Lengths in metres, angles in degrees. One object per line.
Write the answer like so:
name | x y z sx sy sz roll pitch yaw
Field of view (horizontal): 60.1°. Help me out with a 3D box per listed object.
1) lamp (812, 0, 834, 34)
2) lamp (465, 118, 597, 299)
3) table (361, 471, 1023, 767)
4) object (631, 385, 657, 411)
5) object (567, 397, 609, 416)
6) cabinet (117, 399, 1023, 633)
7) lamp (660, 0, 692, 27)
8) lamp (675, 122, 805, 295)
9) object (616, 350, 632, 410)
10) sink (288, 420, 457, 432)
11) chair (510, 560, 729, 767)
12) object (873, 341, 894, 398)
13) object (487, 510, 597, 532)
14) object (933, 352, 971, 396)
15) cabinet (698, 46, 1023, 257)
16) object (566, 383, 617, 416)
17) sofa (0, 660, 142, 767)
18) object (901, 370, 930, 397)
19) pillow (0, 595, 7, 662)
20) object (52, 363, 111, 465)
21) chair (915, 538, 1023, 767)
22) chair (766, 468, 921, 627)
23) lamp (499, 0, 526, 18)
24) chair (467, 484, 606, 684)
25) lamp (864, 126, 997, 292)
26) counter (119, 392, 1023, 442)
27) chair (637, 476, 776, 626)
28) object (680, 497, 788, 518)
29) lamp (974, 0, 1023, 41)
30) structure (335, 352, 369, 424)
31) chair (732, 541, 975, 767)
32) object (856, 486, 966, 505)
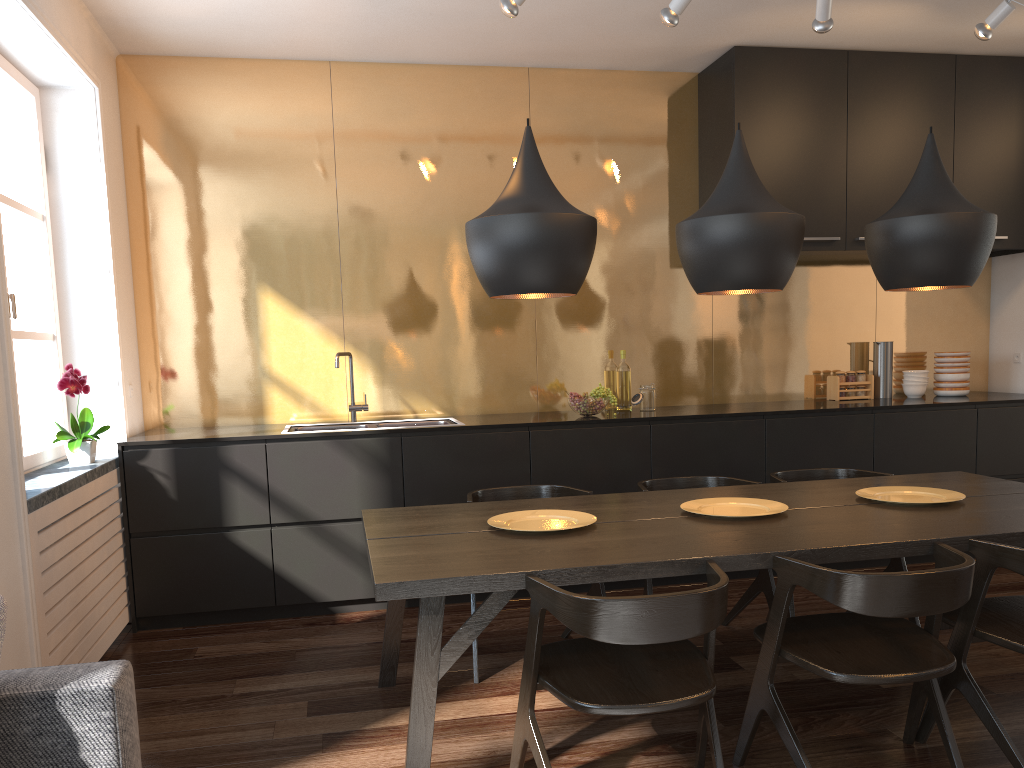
lamp | 1.581 -0.800 4.387 0.089 1.860 1.823 1 5 23
lamp | 0.057 -0.546 2.753 0.411 0.545 0.408 0 5 22
table | 0.787 0.773 3.008 2.498 0.684 1.101 -2 3 -11
object | 0.737 0.072 4.908 0.176 0.153 0.087 -4 6 -34
object | 0.401 0.120 4.656 0.218 0.097 0.217 0 4 36
cabinet | 0.643 0.606 4.875 5.059 0.907 0.728 -2 5 -11
lamp | 0.691 -1.545 3.461 0.250 0.241 0.085 2 7 45
lamp | 0.742 -0.573 2.887 0.409 0.545 0.409 -5 6 -35
object | 0.635 -0.024 5.041 0.091 0.342 0.091 -8 9 -44
sink | 0.508 0.141 4.756 3.411 0.245 0.479 -2 3 -12
chair | 0.308 0.818 2.329 0.592 0.676 0.516 -3 5 -13
object | 2.257 -0.086 5.349 0.164 0.342 0.113 -3 6 -8
object | 0.098 0.449 2.874 0.355 0.017 0.354 -2 2 -8
object | 2.662 -0.061 5.354 0.197 0.266 0.197 -5 6 -37
cabinet | 2.085 -1.275 5.061 1.954 1.058 0.528 -2 6 -11
object | 0.414 0.082 4.641 0.239 0.174 0.177 -4 5 -26
sofa | -0.477 0.918 0.352 2.038 0.676 3.052 -2 2 -11
object | 2.434 -0.001 5.337 0.158 0.161 0.153 0 5 17
pillow | -1.133 0.599 1.477 0.493 0.417 0.285 -3 5 -12
object | -1.826 0.129 3.766 0.229 0.440 0.404 -6 6 -35
chair | 1.576 0.769 2.584 0.592 0.676 0.516 -3 5 -13
chair | 1.376 0.729 3.797 0.593 0.676 0.516 -3 5 -12
lamp | 0.065 -1.522 3.329 0.251 0.240 0.084 1 6 29
chair | 0.077 0.778 3.571 0.592 0.676 0.517 -3 5 -15
lamp | 1.426 -0.599 3.022 0.410 0.545 0.408 2 6 36
counter | 0.629 0.156 4.825 5.056 0.002 0.728 -2 2 -11
chair | 0.780 0.752 3.680 0.592 0.676 0.516 -3 5 -13
object | 0.752 0.423 3.002 0.355 0.017 0.354 -3 3 -30
lamp | 2.089 -1.600 3.738 0.085 0.241 0.250 -7 6 -40
structure | -0.834 0.026 4.631 0.109 0.388 0.264 -1 5 4
chair | 0.976 0.792 2.466 0.593 0.676 0.516 -3 5 -11
object | 1.407 0.398 3.131 0.355 0.017 0.354 -2 2 -8
